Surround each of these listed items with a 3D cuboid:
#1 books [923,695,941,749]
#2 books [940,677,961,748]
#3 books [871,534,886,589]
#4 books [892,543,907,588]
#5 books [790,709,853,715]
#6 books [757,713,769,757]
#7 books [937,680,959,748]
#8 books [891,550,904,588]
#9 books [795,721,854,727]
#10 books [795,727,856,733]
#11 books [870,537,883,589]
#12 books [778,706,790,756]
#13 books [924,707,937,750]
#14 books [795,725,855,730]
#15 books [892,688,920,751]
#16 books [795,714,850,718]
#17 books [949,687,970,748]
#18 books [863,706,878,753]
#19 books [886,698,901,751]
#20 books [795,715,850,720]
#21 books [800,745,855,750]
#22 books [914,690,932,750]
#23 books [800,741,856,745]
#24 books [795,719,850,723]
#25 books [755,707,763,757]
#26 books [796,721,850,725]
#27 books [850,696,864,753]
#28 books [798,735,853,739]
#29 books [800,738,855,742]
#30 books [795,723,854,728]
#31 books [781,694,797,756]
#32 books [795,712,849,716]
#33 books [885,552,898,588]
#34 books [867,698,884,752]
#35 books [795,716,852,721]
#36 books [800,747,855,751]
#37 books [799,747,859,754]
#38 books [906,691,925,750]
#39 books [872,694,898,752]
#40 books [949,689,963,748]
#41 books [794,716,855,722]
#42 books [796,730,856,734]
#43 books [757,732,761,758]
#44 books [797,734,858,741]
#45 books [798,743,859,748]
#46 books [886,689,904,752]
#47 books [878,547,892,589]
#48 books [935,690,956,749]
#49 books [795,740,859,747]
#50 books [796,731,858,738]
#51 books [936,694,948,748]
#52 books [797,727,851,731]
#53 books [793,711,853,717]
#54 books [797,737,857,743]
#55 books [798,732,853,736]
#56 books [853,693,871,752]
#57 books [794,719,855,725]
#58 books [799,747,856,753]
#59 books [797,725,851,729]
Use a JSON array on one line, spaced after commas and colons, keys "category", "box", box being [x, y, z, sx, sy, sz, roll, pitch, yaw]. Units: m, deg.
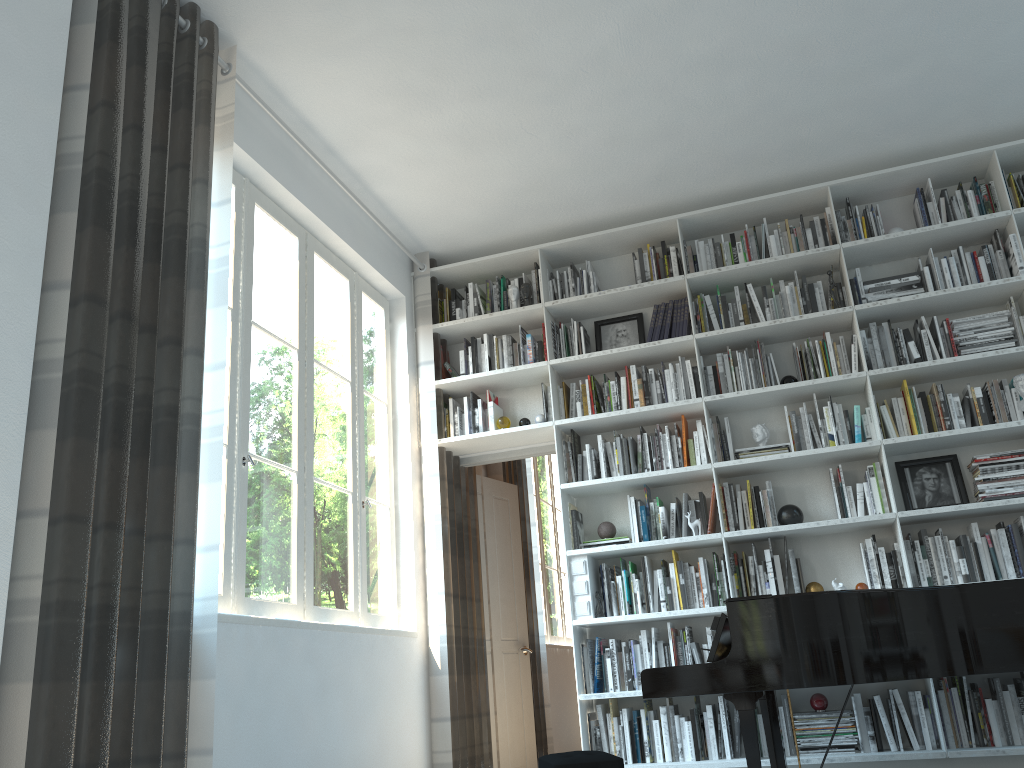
[{"category": "books", "box": [2.003, 1.609, 4.233, 0.021, 0.236, 0.116, -10, -19, 16]}, {"category": "books", "box": [2.080, 1.542, 4.215, 0.014, 0.339, 0.140, -10, -19, 16]}, {"category": "books", "box": [1.853, 0.915, 4.487, 0.014, 0.289, 0.132, -10, -19, 16]}, {"category": "books", "box": [1.957, 0.929, 4.473, 0.019, 0.241, 0.108, -10, -19, 16]}, {"category": "books", "box": [1.527, 1.618, 4.373, 0.285, 0.005, 0.160, -12, -20, 21]}, {"category": "books", "box": [1.259, 1.754, 4.436, 0.025, 0.197, 0.160, -10, -19, 16]}, {"category": "books", "box": [2.063, 1.558, 4.197, 0.014, 0.299, 0.185, -10, -19, 16]}, {"category": "books", "box": [1.930, 0.944, 4.449, 0.024, 0.200, 0.159, -10, -19, 16]}, {"category": "books", "box": [1.531, 1.672, 4.366, 0.285, 0.005, 0.160, -10, -20, 15]}, {"category": "books", "box": [1.537, 1.699, 4.359, 0.285, 0.007, 0.160, -10, -20, 16]}, {"category": "books", "box": [1.844, 0.925, 4.491, 0.010, 0.276, 0.156, -10, -19, 16]}, {"category": "books", "box": [1.354, 1.723, 4.412, 0.027, 0.226, 0.140, -10, -19, 16]}, {"category": "books", "box": [1.977, 1.634, 4.212, 0.024, 0.179, 0.172, -10, -20, 16]}, {"category": "books", "box": [1.532, 1.687, 4.359, 0.285, 0.005, 0.160, -9, -20, 14]}, {"category": "books", "box": [1.882, 1.605, 4.255, 0.073, 0.275, 0.181, -10, -19, 16]}, {"category": "books", "box": [1.532, 1.637, 4.379, 0.254, 0.005, 0.161, -10, -20, 16]}, {"category": "books", "box": [2.110, 1.574, 4.197, 0.025, 0.262, 0.145, -10, -19, 16]}, {"category": "books", "box": [1.728, 1.666, 4.286, 0.029, 0.201, 0.178, -10, -20, 16]}, {"category": "books", "box": [1.830, 1.633, 4.259, 0.011, 0.231, 0.174, -10, -19, 16]}, {"category": "books", "box": [1.532, 1.642, 4.377, 0.254, 0.005, 0.161, -10, -20, 16]}, {"category": "books", "box": [1.539, 1.770, 4.332, 0.254, 0.007, 0.161, -10, -20, 17]}, {"category": "books", "box": [1.947, 1.595, 4.216, 0.024, 0.259, 0.190, -10, -19, 16]}, {"category": "books", "box": [1.538, 1.748, 4.332, 0.254, 0.007, 0.161, -8, -20, 12]}, {"category": "books", "box": [1.531, 1.655, 4.364, 0.254, 0.005, 0.161, -11, -20, 20]}, {"category": "books", "box": [1.242, 1.743, 4.450, 0.012, 0.230, 0.138, -10, -19, 16]}, {"category": "books", "box": [1.531, 1.668, 4.369, 0.254, 0.005, 0.161, -10, -20, 16]}, {"category": "books", "box": [1.676, 1.649, 4.306, 0.012, 0.253, 0.161, -10, -19, 16]}, {"category": "books", "box": [1.538, 1.724, 4.347, 0.254, 0.007, 0.161, -10, -20, 17]}, {"category": "books", "box": [1.536, 1.735, 4.337, 0.254, 0.007, 0.161, -8, -20, 12]}, {"category": "books", "box": [1.532, 1.677, 4.364, 0.285, 0.005, 0.160, -10, -20, 17]}, {"category": "books", "box": [1.377, 1.693, 4.413, 0.027, 0.281, 0.129, -10, -19, 16]}, {"category": "books", "box": [1.531, 1.626, 4.380, 0.254, 0.005, 0.161, -10, -20, 17]}, {"category": "books", "box": [1.909, 0.955, 4.468, 0.031, 0.194, 0.142, -10, -19, 16]}, {"category": "books", "box": [1.758, 1.648, 4.294, 0.028, 0.237, 0.136, -10, -19, 16]}, {"category": "books", "box": [1.529, 1.644, 4.365, 0.254, 0.005, 0.161, -8, -19, 11]}, {"category": "books", "box": [1.541, 1.777, 4.332, 0.254, 0.007, 0.161, -10, -20, 16]}, {"category": "books", "box": [1.542, 1.790, 4.329, 0.285, 0.007, 0.160, -10, -20, 16]}, {"category": "books", "box": [1.933, 1.609, 4.251, 0.025, 0.258, 0.133, -10, -19, 16]}, {"category": "books", "box": [1.795, 1.630, 4.274, 0.063, 0.252, 0.178, -10, -19, 16]}, {"category": "books", "box": [2.097, 1.582, 4.210, 0.010, 0.258, 0.131, -10, -19, 16]}, {"category": "books", "box": [1.531, 1.650, 4.367, 0.285, 0.005, 0.160, -9, -20, 13]}, {"category": "books", "box": [1.536, 1.705, 4.354, 0.285, 0.007, 0.160, -10, -20, 17]}, {"category": "books", "box": [1.228, 1.718, 4.459, 0.012, 0.284, 0.160, -10, -19, 16]}, {"category": "books", "box": [1.536, 1.728, 4.339, 0.285, 0.007, 0.160, -8, -20, 12]}, {"category": "books", "box": [1.537, 1.761, 4.328, 0.285, 0.007, 0.160, -8, -20, 12]}, {"category": "books", "box": [1.837, 1.609, 4.255, 0.012, 0.273, 0.180, -10, -19, 16]}, {"category": "books", "box": [1.873, 0.942, 4.462, 0.029, 0.220, 0.153, -10, -19, 16]}, {"category": "books", "box": [2.045, 1.583, 4.195, 0.026, 0.255, 0.184, -10, -19, 16]}, {"category": "books", "box": [1.538, 1.754, 4.328, 0.285, 0.007, 0.160, -12, -20, 21]}, {"category": "books", "box": [1.534, 1.715, 4.341, 0.285, 0.007, 0.160, -8, -19, 11]}, {"category": "books", "box": [2.036, 1.601, 4.219, 0.010, 0.237, 0.134, -10, -19, 16]}, {"category": "books", "box": [1.533, 1.693, 4.361, 0.254, 0.005, 0.161, -10, -20, 16]}, {"category": "books", "box": [1.532, 1.632, 4.381, 0.285, 0.005, 0.160, -10, -20, 16]}, {"category": "books", "box": [1.539, 1.742, 4.339, 0.285, 0.007, 0.160, -11, -20, 18]}, {"category": "books", "box": [1.537, 1.711, 4.352, 0.254, 0.007, 0.161, -10, -20, 17]}, {"category": "books", "box": [1.701, 1.644, 4.316, 0.031, 0.264, 0.145, -10, -19, 16]}, {"category": "books", "box": [1.528, 1.660, 4.363, 0.285, 0.005, 0.160, -8, -20, 12]}, {"category": "books", "box": [1.538, 1.781, 4.322, 0.254, 0.007, 0.161, -11, -20, 20]}, {"category": "books", "box": [1.532, 1.682, 4.362, 0.254, 0.005, 0.161, -10, -20, 15]}]
